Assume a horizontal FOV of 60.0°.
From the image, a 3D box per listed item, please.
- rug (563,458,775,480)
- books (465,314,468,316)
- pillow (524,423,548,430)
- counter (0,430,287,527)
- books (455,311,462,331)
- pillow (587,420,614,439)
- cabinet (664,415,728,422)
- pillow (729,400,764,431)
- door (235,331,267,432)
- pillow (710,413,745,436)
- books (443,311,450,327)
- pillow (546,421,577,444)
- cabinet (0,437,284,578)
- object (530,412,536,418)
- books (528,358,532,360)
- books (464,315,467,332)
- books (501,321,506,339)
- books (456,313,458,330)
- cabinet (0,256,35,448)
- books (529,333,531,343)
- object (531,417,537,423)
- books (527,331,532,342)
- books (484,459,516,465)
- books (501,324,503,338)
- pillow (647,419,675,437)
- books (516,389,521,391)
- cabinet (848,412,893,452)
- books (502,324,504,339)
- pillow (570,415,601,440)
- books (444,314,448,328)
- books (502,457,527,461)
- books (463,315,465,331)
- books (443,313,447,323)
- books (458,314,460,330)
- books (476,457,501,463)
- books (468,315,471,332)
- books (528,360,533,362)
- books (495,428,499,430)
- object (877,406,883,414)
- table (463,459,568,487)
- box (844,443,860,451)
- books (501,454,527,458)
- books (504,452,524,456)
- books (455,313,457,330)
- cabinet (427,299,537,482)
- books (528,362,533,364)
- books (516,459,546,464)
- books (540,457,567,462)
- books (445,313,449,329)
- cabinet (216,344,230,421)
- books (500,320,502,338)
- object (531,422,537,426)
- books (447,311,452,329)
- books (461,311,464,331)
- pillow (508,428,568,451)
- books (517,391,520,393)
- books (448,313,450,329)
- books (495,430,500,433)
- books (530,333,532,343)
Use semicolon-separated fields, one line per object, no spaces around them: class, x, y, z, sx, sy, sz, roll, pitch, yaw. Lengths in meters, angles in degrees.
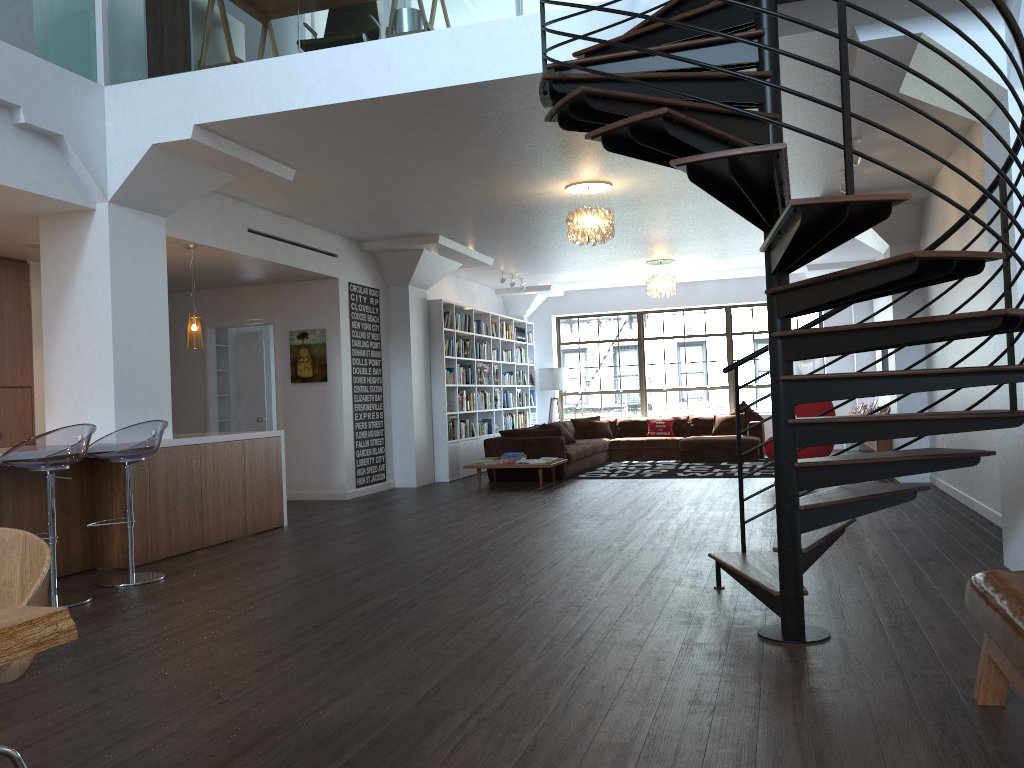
rug;3.048;1.141;12.201;4.200;0.007;3.100;-3;-1;18
books;-0.725;-0.864;12.771;0.180;0.265;0.103;-3;-1;17
pillow;0.384;0.728;11.993;0.269;0.411;0.559;-2;-1;-27
counter;-2.734;0.808;4.093;3.039;0.860;8.182;-2;-1;-12
books;-0.801;-0.879;12.473;0.176;0.293;0.125;-3;-1;17
pillow;1.440;0.756;14.755;0.489;0.337;0.238;-2;-1;-14
cabinet;3.007;0.886;15.361;1.520;0.625;0.350;-3;-1;17
pillow;3.688;0.557;14.268;0.651;0.587;0.335;-2;-1;-4
door;-3.495;0.362;11.319;0.826;2.032;0.174;-3;-1;17
pillow;3.446;0.648;14.168;0.542;0.362;0.248;-3;-1;38
books;-0.924;-0.861;12.063;0.159;0.248;0.089;-3;-1;17
pillow;0.698;0.761;13.390;0.325;0.391;0.625;-3;-1;33
cabinet;-3.135;0.877;5.912;0.898;0.796;4.493;-3;-1;17
object;0.227;0.562;15.814;0.316;0.088;0.410;-3;-1;17
books;0.209;-0.433;15.819;0.174;0.032;0.254;-2;-1;-38
books;-0.740;-0.859;12.628;0.182;0.253;0.098;-3;-1;17
books;-0.198;-0.870;14.471;0.176;0.290;0.053;-3;-1;17
books;-0.839;-0.859;12.337;0.170;0.251;0.118;-3;-1;17
cabinet;-5.425;0.120;5.648;0.598;2.499;5.299;-3;-1;17
books;0.263;-0.817;15.918;0.136;0.196;0.045;-3;-1;17
object;0.237;0.649;15.810;0.331;0.088;0.410;-3;-1;17
books;0.284;-0.834;15.997;0.140;0.231;0.042;-3;-1;17
books;-0.155;0.961;10.928;0.236;0.035;0.340;-3;-1;42
books;-0.236;-0.846;14.347;0.159;0.241;0.038;-3;-1;17
pillow;2.447;0.730;14.597;0.465;0.308;0.220;-2;-1;13
books;0.014;0.103;15.040;0.224;0.030;0.161;-3;-1;27
cabinet;5.047;0.614;12.240;0.459;0.350;4.501;-3;-1;17
books;-0.219;-0.849;14.390;0.171;0.246;0.057;-3;-1;17
pillow;1.285;0.747;14.903;0.580;0.418;0.334;-2;-1;-10
books;-0.963;-0.841;11.939;0.167;0.210;0.162;-3;-1;17
books;0.029;0.959;11.292;0.312;0.037;0.216;-2;-1;7
books;-0.752;-0.857;12.597;0.159;0.248;0.089;-3;-1;17
books;-0.981;-0.845;11.850;0.182;0.215;0.188;-3;-1;17
books;-0.820;-0.855;12.386;0.174;0.242;0.105;-3;-1;17
books;-0.292;0.968;11.328;0.241;0.045;0.334;-3;-1;18
books;-0.690;-0.860;12.810;0.182;0.255;0.077;-3;-1;17
books;0.210;-0.400;15.824;0.284;0.033;0.197;-3;-1;32
books;-0.352;0.712;13.936;0.284;0.033;0.197;-2;-1;2
object;5.351;0.382;12.879;0.089;0.110;0.089;-2;-1;-28
table;0.061;1.107;10.990;1.100;0.271;0.853;-3;-1;17
box;5.579;1.001;14.567;0.228;0.165;0.368;-3;-1;17
books;0.025;0.923;11.298;0.279;0.035;0.191;-3;-1;27
books;0.027;0.892;11.295;0.224;0.027;0.157;-3;-1;22
books;-0.853;-0.857;12.295;0.159;0.248;0.089;-3;-1;17
cabinet;-0.442;0.103;13.911;0.461;2.414;4.500;-3;-1;17
books;0.211;-0.366;15.824;0.197;0.035;0.284;-1;-1;-43
books;0.226;0.942;10.802;0.231;0.040;0.342;-2;-1;-33
books;0.475;0.938;11.086;0.256;0.035;0.350;-3;-1;42
books;-0.937;-0.847;11.999;0.161;0.218;0.101;-3;-1;17
cabinet;-3.540;-0.094;12.016;0.527;2.991;2.630;-3;-1;17
books;-0.242;-0.876;14.255;0.140;0.298;0.044;-3;-1;17
object;0.241;0.737;15.808;0.331;0.088;0.410;-3;-1;17
books;-0.910;-0.863;12.104;0.170;0.251;0.118;-3;-1;17
books;-0.787;-0.877;12.534;0.197;0.290;0.136;-3;-1;17
pillow;0.345;0.767;11.726;0.750;0.364;0.289;-3;-1;16
books;0.013;0.133;15.032;0.223;0.031;0.161;-3;-1;17
books;-0.925;-0.849;12.031;0.161;0.222;0.084;-3;-1;17
books;-0.350;0.747;13.936;0.284;0.035;0.197;-3;-1;17
books;0.277;-0.815;15.957;0.139;0.191;0.036;-3;-1;17
